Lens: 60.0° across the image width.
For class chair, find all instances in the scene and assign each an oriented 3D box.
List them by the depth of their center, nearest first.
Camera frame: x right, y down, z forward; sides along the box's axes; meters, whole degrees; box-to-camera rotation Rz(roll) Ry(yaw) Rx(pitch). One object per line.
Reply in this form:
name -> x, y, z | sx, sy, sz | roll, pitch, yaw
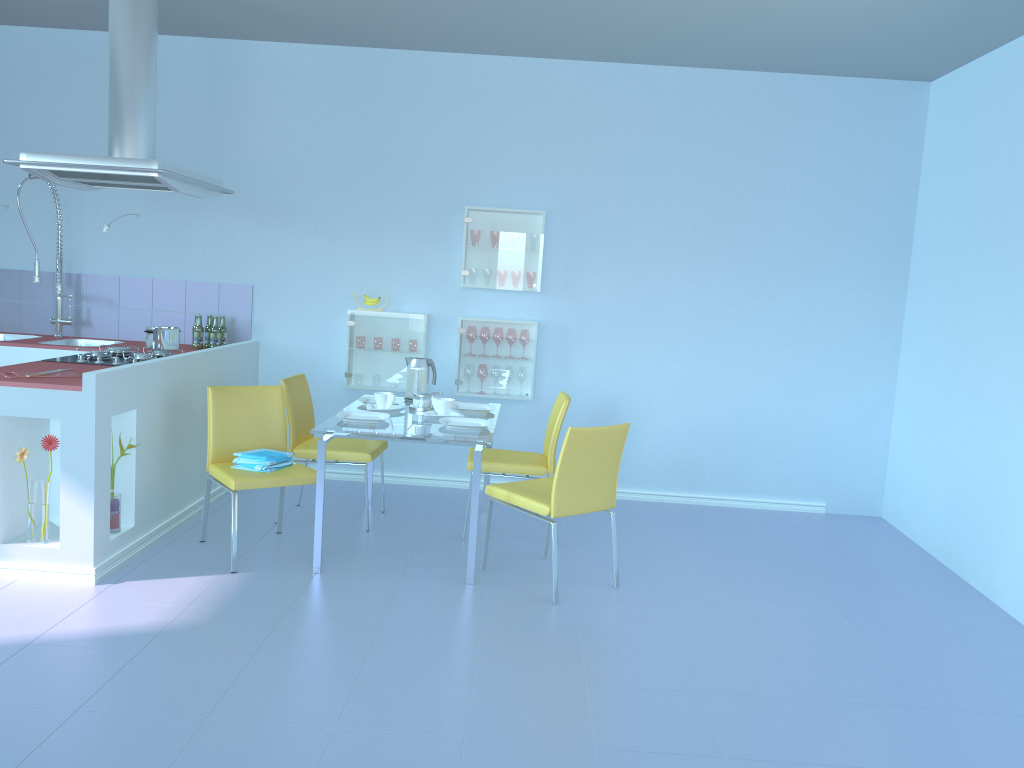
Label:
chair -> 0.188, 0.477, 3.699 | 0.387, 0.695, 0.484 | -2, 9, -41
chair -> -1.087, 0.378, 3.831 | 0.387, 0.695, 0.484 | -1, 8, -35
chair -> 0.023, 0.387, 4.391 | 0.484, 0.695, 0.387 | 4, 6, -2
chair -> -0.897, 0.323, 4.431 | 0.484, 0.695, 0.387 | 4, 6, 3

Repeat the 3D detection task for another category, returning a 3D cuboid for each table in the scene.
table -> -0.454, 0.439, 4.176 | 0.730, 0.590, 1.173 | 4, 6, 1

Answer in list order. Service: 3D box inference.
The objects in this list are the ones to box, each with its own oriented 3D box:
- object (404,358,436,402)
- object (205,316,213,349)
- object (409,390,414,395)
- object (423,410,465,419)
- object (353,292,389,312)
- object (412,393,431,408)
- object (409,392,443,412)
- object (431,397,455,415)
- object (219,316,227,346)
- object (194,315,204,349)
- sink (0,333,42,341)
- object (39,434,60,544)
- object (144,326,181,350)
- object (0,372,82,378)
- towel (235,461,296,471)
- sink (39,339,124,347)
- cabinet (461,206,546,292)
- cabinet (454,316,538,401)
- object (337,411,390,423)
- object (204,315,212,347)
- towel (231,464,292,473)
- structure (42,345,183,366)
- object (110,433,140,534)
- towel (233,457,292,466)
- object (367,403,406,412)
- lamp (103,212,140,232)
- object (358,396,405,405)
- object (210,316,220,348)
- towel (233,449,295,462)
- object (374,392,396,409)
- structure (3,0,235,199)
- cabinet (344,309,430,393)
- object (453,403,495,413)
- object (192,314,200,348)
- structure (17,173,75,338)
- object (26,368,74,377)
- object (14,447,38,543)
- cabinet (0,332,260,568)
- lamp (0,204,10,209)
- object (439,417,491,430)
object -> -0.486, -0.023, 4.615 | 0.132, 0.222, 0.146 | 10, 9, 43
object -> -1.711, -0.292, 5.020 | 0.052, 0.187, 0.052 | 6, 7, 20
object -> -0.465, 0.067, 4.297 | 0.077, 0.079, 0.023 | -1, 8, -34
object -> -0.332, 0.143, 4.136 | 0.190, 0.020, 0.194 | 2, 7, -18
object -> -0.812, -0.471, 5.100 | 0.203, 0.100, 0.077 | 3, 7, -7
object -> -0.439, 0.085, 4.316 | 0.087, 0.071, 0.090 | -1, 8, -34
object -> -0.418, 0.086, 4.319 | 0.166, 0.081, 0.123 | 3, 7, -8
object -> -0.317, 0.111, 4.139 | 0.091, 0.083, 0.111 | 0, 7, -27
object -> -1.650, -0.291, 5.047 | 0.052, 0.187, 0.052 | 6, 7, 20
object -> -1.755, -0.291, 4.970 | 0.052, 0.190, 0.052 | -1, 8, -34
sink -> -2.858, -0.177, 4.933 | 0.326, 0.172, 0.428 | 4, 6, 1
object -> -1.759, 0.399, 3.354 | 0.090, 0.427, 0.054 | 8, 8, 33
object -> -1.723, -0.227, 4.377 | 0.157, 0.106, 0.170 | 2, 7, -16
object -> -1.851, -0.037, 3.490 | 0.269, 0.006, 0.151 | -1, 8, -37
towel -> -1.066, 0.338, 3.817 | 0.195, 0.024, 0.201 | 7, 7, 26
sink -> -2.384, -0.145, 4.925 | 0.326, 0.172, 0.428 | 4, 6, 1
cabinet -> -0.049, -0.763, 5.040 | 0.450, 0.450, 0.173 | 4, 6, 1
cabinet -> -0.089, -0.148, 5.109 | 0.450, 0.450, 0.173 | 4, 6, 1
object -> -0.654, 0.147, 3.910 | 0.228, 0.020, 0.228 | 3, 6, -2
object -> -1.732, -0.301, 5.076 | 0.052, 0.190, 0.052 | -1, 8, -34
towel -> -1.072, 0.351, 3.817 | 0.195, 0.024, 0.201 | 6, 7, 20
structure -> -1.840, -0.141, 4.231 | 0.500, 0.047, 0.600 | 4, 6, 1
object -> -1.602, 0.389, 3.548 | 0.067, 0.423, 0.229 | 8, 8, 32
towel -> -1.068, 0.322, 3.816 | 0.195, 0.027, 0.192 | 6, 7, 22
object -> -0.595, 0.119, 4.199 | 0.190, 0.020, 0.194 | 3, 7, -8
lamp -> -2.182, -0.909, 4.962 | 0.037, 0.134, 0.400 | 4, 6, 1
object -> -0.650, 0.090, 4.421 | 0.228, 0.020, 0.228 | 4, 6, 3
object -> -1.667, -0.285, 4.980 | 0.052, 0.187, 0.052 | 6, 7, 20
towel -> -1.067, 0.306, 3.817 | 0.195, 0.033, 0.190 | 7, 7, 27
object -> -0.606, 0.086, 4.191 | 0.091, 0.083, 0.111 | 2, 7, -17
structure -> -1.752, -1.376, 4.089 | 0.695, 0.962, 0.895 | 4, 6, 1
cabinet -> -0.719, -0.191, 5.119 | 0.450, 0.450, 0.173 | 4, 6, 1
object -> -0.196, 0.121, 4.407 | 0.228, 0.020, 0.228 | 3, 6, -2
object -> -1.785, -0.299, 5.028 | 0.052, 0.190, 0.052 | -1, 8, -34
structure -> -2.590, -0.717, 4.998 | 0.308, 0.920, 0.178 | 4, 6, -1
object -> -1.848, -0.049, 3.545 | 0.041, 0.009, 0.375 | 3, 6, -2
object -> -1.851, 0.422, 3.372 | 0.085, 0.365, 0.050 | 4, 6, -1
cabinet -> -2.634, 0.186, 4.219 | 2.200, 0.800, 2.139 | 4, 6, 1
lamp -> -2.946, -0.960, 4.974 | 0.037, 0.134, 0.400 | 4, 6, 1
object -> -0.208, 0.176, 3.912 | 0.228, 0.020, 0.228 | 3, 6, -2
